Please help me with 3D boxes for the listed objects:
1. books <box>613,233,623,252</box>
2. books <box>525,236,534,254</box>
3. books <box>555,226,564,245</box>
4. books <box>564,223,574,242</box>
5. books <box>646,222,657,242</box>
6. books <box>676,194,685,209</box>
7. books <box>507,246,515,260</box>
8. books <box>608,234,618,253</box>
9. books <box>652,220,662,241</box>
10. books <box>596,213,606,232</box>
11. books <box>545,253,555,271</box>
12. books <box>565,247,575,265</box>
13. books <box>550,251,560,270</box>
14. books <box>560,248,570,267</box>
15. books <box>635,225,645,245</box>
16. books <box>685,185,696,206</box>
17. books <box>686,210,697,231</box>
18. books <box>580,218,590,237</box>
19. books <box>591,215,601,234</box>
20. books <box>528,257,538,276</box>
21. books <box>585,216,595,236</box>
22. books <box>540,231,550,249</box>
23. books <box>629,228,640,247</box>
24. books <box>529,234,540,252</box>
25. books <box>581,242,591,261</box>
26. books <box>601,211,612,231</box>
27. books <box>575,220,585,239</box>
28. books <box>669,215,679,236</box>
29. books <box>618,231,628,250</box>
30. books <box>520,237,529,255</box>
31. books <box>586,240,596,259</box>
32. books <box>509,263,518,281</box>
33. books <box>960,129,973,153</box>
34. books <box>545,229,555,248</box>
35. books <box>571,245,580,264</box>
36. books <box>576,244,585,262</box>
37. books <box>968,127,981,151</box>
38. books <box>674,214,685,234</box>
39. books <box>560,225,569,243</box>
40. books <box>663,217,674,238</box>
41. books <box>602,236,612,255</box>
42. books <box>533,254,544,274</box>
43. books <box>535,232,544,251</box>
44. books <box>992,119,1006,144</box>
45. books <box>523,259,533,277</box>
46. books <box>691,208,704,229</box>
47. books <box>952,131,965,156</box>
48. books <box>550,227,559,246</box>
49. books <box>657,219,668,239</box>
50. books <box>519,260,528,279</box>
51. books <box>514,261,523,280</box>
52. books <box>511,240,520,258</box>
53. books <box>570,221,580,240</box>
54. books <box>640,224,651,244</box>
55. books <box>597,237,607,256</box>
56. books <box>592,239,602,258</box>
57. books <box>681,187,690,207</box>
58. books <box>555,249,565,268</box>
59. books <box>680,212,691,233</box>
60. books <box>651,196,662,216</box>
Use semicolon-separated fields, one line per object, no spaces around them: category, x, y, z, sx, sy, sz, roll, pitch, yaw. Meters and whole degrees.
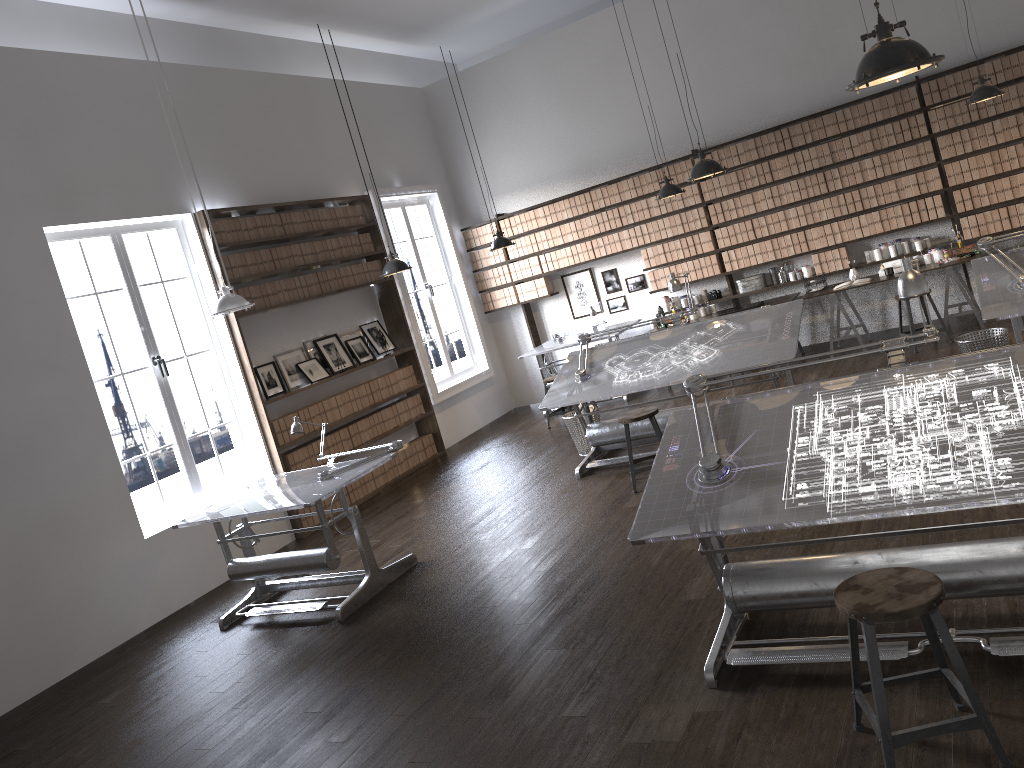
books;1.277;-1.677;10.451;0.066;0.225;0.176;-14;6;29
books;0.249;-1.732;10.974;0.066;0.225;0.176;-14;6;29
books;0.612;-1.811;10.762;0.066;0.225;0.176;-14;6;29
books;0.723;-1.836;10.703;0.066;0.225;0.176;-14;6;29
books;1.638;-1.765;10.254;0.066;0.225;0.176;-14;6;29
books;1.921;-2.097;10.026;0.066;0.225;0.176;-14;6;29
books;0.014;-1.681;11.102;0.066;0.225;0.176;-14;6;29
books;1.222;-1.666;10.489;0.066;0.225;0.176;-14;6;29
books;1.696;-1.777;10.219;0.066;0.225;0.176;-14;6;29
books;1.085;-1.914;10.495;0.066;0.225;0.176;-14;6;29
books;0.500;-1.508;10.890;0.066;0.225;0.176;-14;6;29
books;0.739;-1.560;10.753;0.066;0.225;0.176;-14;6;29
books;0.561;-1.522;10.859;0.066;0.225;0.176;-14;6;29
books;0.679;-1.547;10.791;0.066;0.225;0.176;-14;6;29
books;1.513;-1.736;10.316;0.066;0.225;0.176;-14;6;29
books;2.033;-2.122;9.966;0.066;0.225;0.176;-14;6;29
books;2.047;-1.854;10.023;0.066;0.225;0.176;-14;6;29
books;0.906;-1.876;10.604;0.066;0.225;0.176;-14;6;29
books;1.024;-1.901;10.530;0.066;0.225;0.176;-14;6;29
books;0.299;-1.471;11.004;0.066;0.225;0.176;-14;6;29
books;0.964;-1.888;10.568;0.066;0.225;0.176;-14;6;29
books;0.434;-1.772;10.864;0.066;0.225;0.176;-14;6;29
books;1.449;-1.715;10.355;0.066;0.225;0.176;-14;6;29
books;0.309;-1.745;10.933;0.066;0.225;0.176;-14;6;29
books;0.914;-1.599;10.663;0.066;0.225;0.176;-14;6;29
books;1.141;-1.927;10.469;0.066;0.225;0.176;-14;6;29
books;0.846;-1.863;10.636;0.066;0.225;0.176;-14;6;29
books;1.871;-1.815;10.120;0.066;0.225;0.176;-14;6;29
books;1.336;-1.691;10.423;0.066;0.225;0.176;-14;6;29
books;0.192;-1.720;11.003;0.066;0.225;0.176;-14;6;29
books;0.974;-1.611;10.622;0.066;0.225;0.176;-14;6;29
books;0.053;-1.417;11.138;0.066;0.225;0.176;-14;6;29
books;4.449;-2.378;8.668;0.066;0.225;0.176;-14;6;29
books;0.496;-1.787;10.834;0.066;0.225;0.176;-14;6;29
books;0.801;-1.573;10.718;0.066;0.225;0.176;-14;6;29
books;0.857;-1.586;10.692;0.066;0.225;0.176;-14;6;29
books;4.510;-2.392;8.638;0.066;0.225;0.176;-14;6;29
books;1.926;-1.827;10.084;0.066;0.225;0.176;-14;6;29
books;0.670;-1.824;10.734;0.066;0.225;0.176;-14;6;29
books;1.817;-1.803;10.149;0.066;0.225;0.176;-14;6;29
books;1.161;-1.653;10.523;0.066;0.225;0.176;-14;6;29
books;0.351;-1.482;10.970;0.066;0.225;0.176;-14;6;29
books;0.376;-1.760;10.902;0.066;0.225;0.176;-14;6;29
books;4.689;-2.430;8.533;0.066;0.225;0.176;-14;6;29
books;0.236;-1.458;11.041;0.066;0.225;0.176;-14;6;29
books;2.105;-1.866;9.985;0.066;0.225;0.176;-14;6;29
books;4.386;-2.364;8.700;0.066;0.225;0.176;-14;6;29
books;0.557;-1.800;10.800;0.066;0.225;0.176;-14;6;29
books;1.755;-1.789;10.182;0.066;0.225;0.176;-14;6;29
books;0.177;-1.445;11.076;0.066;0.225;0.176;-14;6;29
books;0.116;-1.431;11.106;0.066;0.225;0.176;-14;6;29
books;0.074;-1.693;11.064;0.066;0.225;0.176;-14;6;29
books;0.784;-1.849;10.666;0.066;0.225;0.176;-14;6;29
books;1.577;-1.751;10.284;0.066;0.225;0.176;-14;6;29
books;1.099;-1.639;10.553;0.066;0.225;0.176;-14;6;29
books;1.041;-1.627;10.591;0.066;0.225;0.176;-14;6;29
books;1.980;-2.111;9.998;0.066;0.225;0.176;-14;6;29
books;0.622;-1.535;10.828;0.066;0.225;0.176;-14;6;29
books;1.986;-1.841;10.057;0.066;0.225;0.176;-14;6;29
books;1.682;-2.045;10.164;0.066;0.225;0.176;-14;6;29
